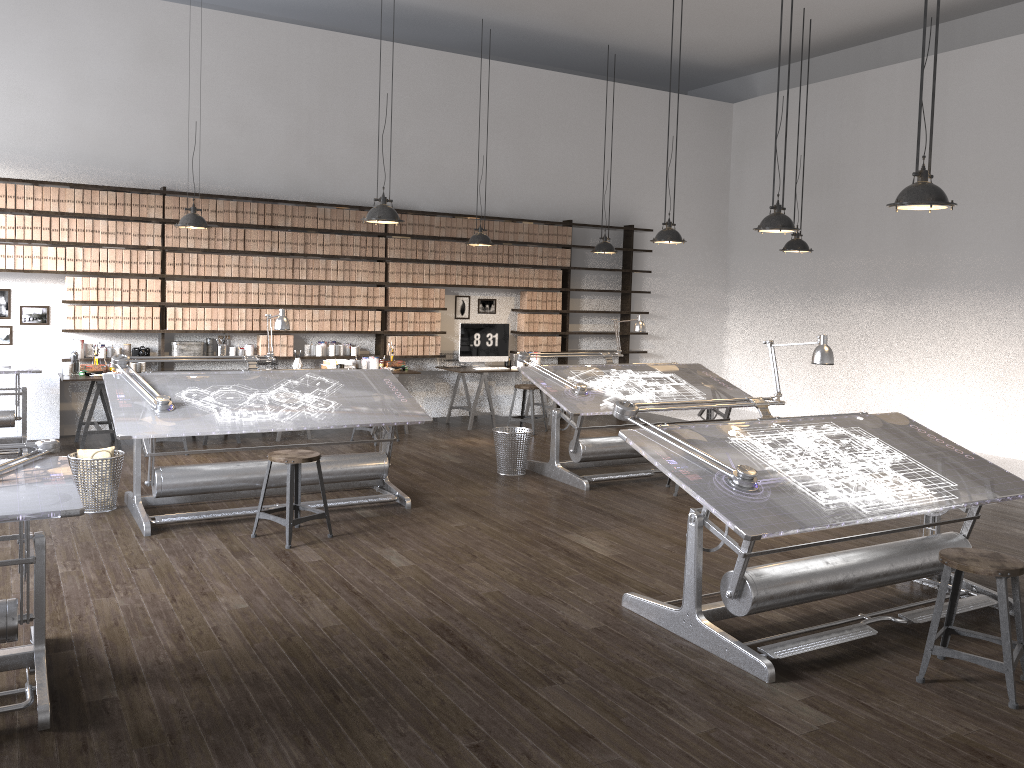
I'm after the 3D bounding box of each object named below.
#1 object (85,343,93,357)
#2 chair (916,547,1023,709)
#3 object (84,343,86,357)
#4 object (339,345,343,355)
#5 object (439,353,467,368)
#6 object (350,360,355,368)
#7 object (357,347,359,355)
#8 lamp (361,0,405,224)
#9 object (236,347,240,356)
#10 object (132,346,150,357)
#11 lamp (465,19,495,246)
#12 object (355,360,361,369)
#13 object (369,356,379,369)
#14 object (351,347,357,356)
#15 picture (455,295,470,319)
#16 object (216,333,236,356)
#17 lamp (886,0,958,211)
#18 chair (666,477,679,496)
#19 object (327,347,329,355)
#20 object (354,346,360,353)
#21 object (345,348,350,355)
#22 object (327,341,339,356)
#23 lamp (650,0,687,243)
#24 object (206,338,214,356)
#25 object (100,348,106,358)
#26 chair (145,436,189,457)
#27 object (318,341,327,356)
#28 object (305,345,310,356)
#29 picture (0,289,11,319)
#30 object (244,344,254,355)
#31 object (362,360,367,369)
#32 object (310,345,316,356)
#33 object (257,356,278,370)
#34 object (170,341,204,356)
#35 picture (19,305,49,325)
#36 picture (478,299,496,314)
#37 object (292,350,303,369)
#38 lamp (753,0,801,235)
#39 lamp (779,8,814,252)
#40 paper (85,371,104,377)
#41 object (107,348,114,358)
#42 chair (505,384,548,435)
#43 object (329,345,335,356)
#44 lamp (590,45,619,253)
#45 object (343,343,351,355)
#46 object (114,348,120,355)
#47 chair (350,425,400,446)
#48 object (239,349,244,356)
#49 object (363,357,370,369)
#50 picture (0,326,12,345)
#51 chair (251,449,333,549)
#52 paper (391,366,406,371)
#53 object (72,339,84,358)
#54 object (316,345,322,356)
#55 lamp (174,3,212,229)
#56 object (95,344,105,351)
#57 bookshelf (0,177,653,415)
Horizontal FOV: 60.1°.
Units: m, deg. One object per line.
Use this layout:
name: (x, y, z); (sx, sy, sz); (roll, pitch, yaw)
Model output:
object: (-4.072, -0.325, 8.531); (0.070, 0.130, 0.070); (2, 4, 8)
chair: (1.924, 0.979, 3.660); (0.372, 0.526, 0.359); (5, 5, 38)
object: (-4.147, -0.329, 8.558); (0.071, 0.128, 0.072); (3, 4, 17)
object: (-1.892, -0.373, 9.768); (0.062, 0.119, 0.062); (4, 4, 28)
object: (-0.686, -0.272, 10.241); (0.284, 0.160, 0.204); (-2, 6, -38)
object: (-1.743, -0.218, 9.678); (0.062, 0.094, 0.062); (3, 4, 11)
object: (-1.734, -0.364, 9.832); (0.063, 0.094, 0.063); (2, 4, 2)
lamp: (-0.881, -2.268, 6.218); (0.311, 2.246, 0.313); (1, 3, -10)
object: (-2.875, -0.338, 9.245); (0.063, 0.093, 0.063); (3, 4, 22)
object: (-3.650, -0.317, 8.721); (0.171, 0.108, 0.091); (-1, 5, -30)
lamp: (-0.290, -2.531, 8.934); (0.311, 2.246, 0.313); (2, 3, -5)
object: (-1.678, -0.214, 9.660); (0.062, 0.093, 0.063); (3, 4, 11)
object: (-1.506, -0.231, 9.692); (0.105, 0.141, 0.104); (0, 4, -23)
object: (-1.742, -0.358, 9.766); (0.062, 0.095, 0.062); (2, 4, 2)
picture: (-0.599, -0.922, 10.665); (0.201, 0.284, 0.022); (-1, 4, -31)
object: (-2.967, -0.422, 9.167); (0.157, 0.271, 0.181); (5, 5, 44)
lamp: (2.002, -1.968, 4.200); (0.313, 2.246, 0.311); (4, 4, 39)
chair: (1.449, 0.610, 7.075); (0.371, 0.526, 0.359); (2, 4, -2)
object: (-2.007, -0.359, 9.723); (0.054, 0.101, 0.054); (1, 4, -13)
object: (-1.735, -0.372, 9.902); (0.062, 0.095, 0.062); (2, 4, 2)
object: (-1.817, -0.355, 9.811); (0.054, 0.081, 0.054); (-1, 5, -40)
object: (-1.970, -0.391, 9.759); (0.094, 0.161, 0.206); (0, 5, -29)
lamp: (1.373, -2.333, 7.523); (0.311, 2.246, 0.313); (2, 3, -5)
object: (-3.130, -0.379, 9.165); (0.079, 0.188, 0.079); (5, 4, 39)
object: (-3.941, -0.297, 8.525); (0.062, 0.094, 0.062); (-2, 5, -44)
chair: (-3.122, 0.369, 8.021); (0.371, 0.526, 0.359); (0, 4, -22)
object: (-2.076, -0.386, 9.684); (0.095, 0.161, 0.094); (-1, 4, -34)
object: (-2.218, -0.366, 9.602); (0.062, 0.119, 0.062); (2, 4, 11)
picture: (-4.784, -0.745, 8.245); (0.201, 0.284, 0.022); (-1, 4, -31)
object: (-2.748, -0.348, 9.254); (0.095, 0.128, 0.094); (0, 4, -23)
object: (-1.609, -0.211, 9.649); (0.062, 0.094, 0.062); (3, 4, 20)
object: (-2.153, -0.362, 9.584); (0.062, 0.118, 0.063); (2, 4, 11)
object: (-2.525, -0.208, 9.071); (0.204, 0.160, 0.285); (-1, 6, -30)
object: (-3.290, -0.352, 8.973); (0.317, 0.152, 0.193); (-1, 6, -31)
picture: (-4.529, -0.651, 8.399); (0.251, 0.183, 0.023); (-1, 4, -30)
picture: (-0.308, -0.950, 10.831); (0.251, 0.183, 0.023); (-1, 4, -30)
object: (-2.265, -0.254, 9.363); (0.101, 0.208, 0.102); (3, 4, 15)
lamp: (1.822, -2.146, 5.922); (0.311, 2.259, 0.313); (2, 3, -5)
lamp: (2.718, -2.371, 8.302); (0.313, 2.246, 0.311); (4, 4, 39)
paper: (-3.829, -0.095, 8.157); (0.155, 0.038, 0.138); (-4, 8, -45)
object: (-3.889, -0.300, 8.572); (0.062, 0.093, 0.063); (-2, 5, -44)
chair: (0.175, 0.279, 9.881); (0.372, 0.526, 0.359); (4, 4, 28)
object: (-1.960, -0.363, 9.649); (0.062, 0.119, 0.062); (4, 4, 28)
lamp: (1.055, -2.570, 9.713); (0.311, 2.246, 0.313); (2, 3, -5)
object: (-1.846, -0.387, 9.891); (0.094, 0.129, 0.095); (-2, 5, -43)
object: (-3.846, -0.304, 8.623); (0.062, 0.094, 0.062); (-2, 5, -44)
chair: (-1.379, 0.327, 8.950); (0.359, 0.526, 0.372); (4, 5, 33)
object: (-2.829, -0.334, 9.252); (0.062, 0.093, 0.182); (1, 5, -16)
object: (-1.601, -0.235, 9.761); (0.095, 0.128, 0.094); (-1, 5, -34)
picture: (-4.802, -0.453, 8.254); (0.251, 0.183, 0.023); (-1, 4, -30)
chair: (-1.344, 0.691, 5.448); (0.372, 0.526, 0.359); (5, 5, 38)
paper: (-1.237, -0.170, 9.658); (0.155, 0.038, 0.138); (0, 6, -15)
object: (-4.124, -0.332, 8.414); (0.106, 0.176, 0.108); (0, 4, -28)
object: (-2.084, -0.359, 9.573); (0.062, 0.119, 0.062); (3, 4, 20)
lamp: (-2.700, -2.461, 7.539); (0.313, 2.246, 0.311); (4, 4, 39)
object: (-4.009, -0.321, 8.614); (0.095, 0.128, 0.094); (2, 4, 0)
bookshelf: (-2.242, -0.399, 9.651); (9.178, 3.198, 0.374); (-1, 4, -30)
